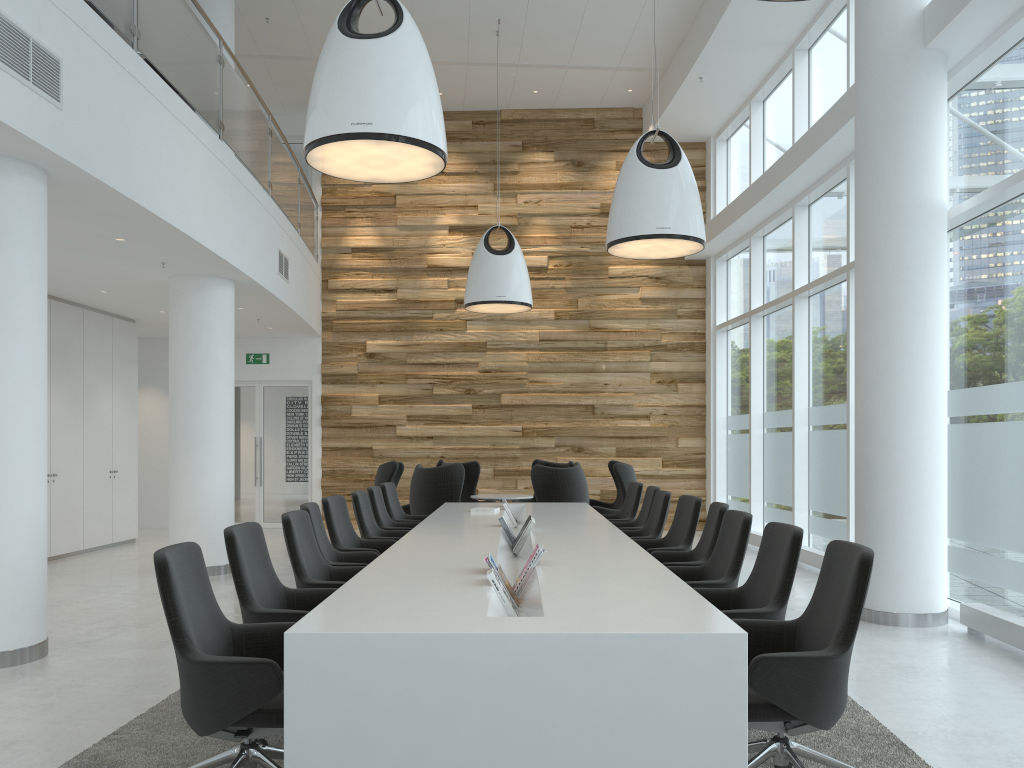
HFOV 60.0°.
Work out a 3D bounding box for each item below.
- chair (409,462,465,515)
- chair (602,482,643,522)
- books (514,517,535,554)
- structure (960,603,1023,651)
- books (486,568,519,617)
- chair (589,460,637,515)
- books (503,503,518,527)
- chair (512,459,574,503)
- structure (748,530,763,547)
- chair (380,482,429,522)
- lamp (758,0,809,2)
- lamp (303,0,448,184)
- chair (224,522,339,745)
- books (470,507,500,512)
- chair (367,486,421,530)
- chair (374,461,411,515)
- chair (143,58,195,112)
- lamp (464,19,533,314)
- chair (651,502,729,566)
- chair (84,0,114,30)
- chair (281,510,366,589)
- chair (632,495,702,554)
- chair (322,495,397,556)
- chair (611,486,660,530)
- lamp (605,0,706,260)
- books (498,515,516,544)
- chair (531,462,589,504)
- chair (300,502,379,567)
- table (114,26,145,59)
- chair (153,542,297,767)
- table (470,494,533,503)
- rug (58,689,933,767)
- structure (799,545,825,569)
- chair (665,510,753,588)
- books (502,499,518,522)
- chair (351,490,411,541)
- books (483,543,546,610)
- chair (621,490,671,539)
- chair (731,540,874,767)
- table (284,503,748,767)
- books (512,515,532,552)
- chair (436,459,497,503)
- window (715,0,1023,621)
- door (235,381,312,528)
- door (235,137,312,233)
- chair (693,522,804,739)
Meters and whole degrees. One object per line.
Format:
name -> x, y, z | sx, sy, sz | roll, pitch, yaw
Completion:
chair -> -0.726, 1.482, 10.309 | 0.914, 1.152, 0.918 | -1, -2, 20
chair -> 1.016, 1.481, 8.975 | 0.674, 0.966, 0.686 | 0, -1, -5
books -> 0.085, 1.084, 6.351 | 0.158, 0.241, 0.353 | 0, -3, 0
structure -> 3.258, 1.593, 5.059 | 0.150, 0.213, 2.694 | 0, -4, 2
books -> -0.040, 0.931, 3.912 | 0.143, 0.226, 0.204 | 0, -2, -1
chair -> 1.130, 1.552, 11.318 | 0.917, 1.152, 0.915 | 0, -2, -10
books -> -0.017, 1.242, 8.448 | 0.139, 0.223, 0.162 | 0, -1, 0
chair -> 0.470, 1.621, 12.308 | 0.914, 1.152, 0.918 | -1, -2, 20
structure -> 3.135, 2.086, 12.146 | 0.150, 0.213, 2.694 | 0, -4, -4
chair -> -1.009, 1.476, 8.907 | 0.674, 0.966, 0.686 | 0, -1, 5
lamp -> 1.062, -3.352, 3.054 | 0.884, 3.645, 0.884 | 0, 0, -44
lamp -> -0.837, -3.184, 5.468 | 0.884, 3.645, 0.884 | 0, 0, -44
chair -> -1.022, 1.147, 4.178 | 0.674, 0.966, 0.686 | 0, -1, 0
books -> -0.248, 1.160, 8.177 | 0.224, 0.026, 0.264 | -1, -4, 10
chair -> -1.015, 1.420, 8.094 | 0.674, 0.966, 0.686 | 0, -1, 0
chair -> -1.291, 1.551, 11.301 | 0.917, 1.152, 0.915 | 0, -2, -10
chair -> -3.434, -2.645, 8.286 | 0.914, 1.152, 0.918 | 0, -2, -9
lamp -> -0.174, -2.779, 11.290 | 0.884, 3.645, 0.884 | 0, 0, 39
chair -> 1.096, 1.257, 5.763 | 0.674, 0.966, 0.686 | 0, -1, 5
chair -> -3.463, -2.764, 6.577 | 0.914, 1.152, 0.918 | 0, -2, -12
chair -> -0.975, 1.204, 4.991 | 0.674, 0.966, 0.686 | 0, -1, 0
chair -> 1.079, 1.312, 6.548 | 0.674, 0.966, 0.686 | 0, -1, -5
chair -> -1.072, 1.310, 6.513 | 0.674, 0.966, 0.686 | 0, -1, 5
chair -> 1.046, 1.420, 8.099 | 0.674, 0.966, 0.686 | 0, -1, 0
lamp -> 1.274, -3.016, 7.879 | 0.884, 3.645, 0.884 | 0, 0, 44
books -> -0.026, 1.111, 6.688 | 0.153, 0.238, 0.191 | 0, -2, 0
chair -> 0.457, 1.480, 10.277 | 0.914, 1.152, 0.918 | 1, -2, -40
chair -> -1.055, 1.255, 5.728 | 0.674, 0.966, 0.686 | 0, -1, -5
table -> -3.432, -2.503, 7.405 | 0.800, 0.754, 0.800 | -2, -3, 40
chair -> -0.992, 1.086, 3.302 | 0.674, 0.966, 0.686 | 0, -1, -5
table -> -0.129, 1.773, 11.286 | 0.799, 0.696, 0.800 | -1, -3, 25
rug -> -0.126, 1.795, 6.481 | 3.938, 0.010, 13.472 | 0, -4, 1
structure -> 3.280, 1.866, 8.988 | 0.150, 0.213, 2.694 | 0, -4, -1
chair -> 1.031, 1.204, 5.002 | 0.674, 0.966, 0.686 | 0, -1, 0
books -> -0.021, 1.258, 8.786 | 0.153, 0.241, 0.183 | 0, -1, 0
chair -> -1.008, 1.363, 7.274 | 0.674, 0.966, 0.686 | 0, -1, 0
books -> 0.025, 0.955, 4.407 | 0.231, 0.275, 0.598 | -1, -3, 21
chair -> 0.998, 1.363, 7.285 | 0.674, 0.966, 0.686 | 0, -1, 0
chair -> 1.032, 1.091, 3.369 | 0.674, 0.966, 0.686 | 0, -1, 5
table -> 0.026, 1.402, 6.142 | 1.500, 0.738, 6.568 | 0, -4, 0
books -> 0.069, 1.065, 6.332 | 0.139, 0.229, 0.357 | 0, -3, 0
chair -> -0.696, 1.621, 12.310 | 0.914, 1.152, 0.918 | 1, -2, -40
window -> -16.989, -0.985, 10.713 | 62.950, 6.136, 30.849 | -3, -5, 40
door -> -4.115, 1.149, 14.439 | 1.805, 2.400, 0.132 | 0, 0, 3
door -> -4.115, -2.813, 14.440 | 1.805, 2.400, 0.132 | 0, 0, 3
chair -> 1.038, 1.147, 4.183 | 0.674, 0.966, 0.686 | 0, -1, 0
